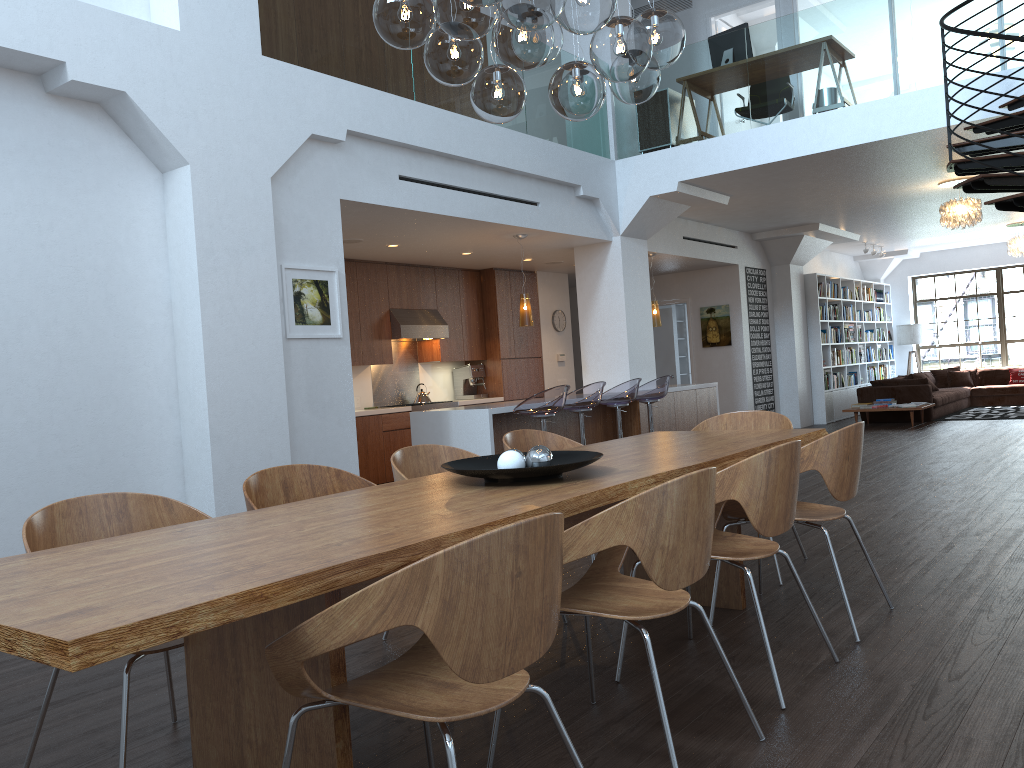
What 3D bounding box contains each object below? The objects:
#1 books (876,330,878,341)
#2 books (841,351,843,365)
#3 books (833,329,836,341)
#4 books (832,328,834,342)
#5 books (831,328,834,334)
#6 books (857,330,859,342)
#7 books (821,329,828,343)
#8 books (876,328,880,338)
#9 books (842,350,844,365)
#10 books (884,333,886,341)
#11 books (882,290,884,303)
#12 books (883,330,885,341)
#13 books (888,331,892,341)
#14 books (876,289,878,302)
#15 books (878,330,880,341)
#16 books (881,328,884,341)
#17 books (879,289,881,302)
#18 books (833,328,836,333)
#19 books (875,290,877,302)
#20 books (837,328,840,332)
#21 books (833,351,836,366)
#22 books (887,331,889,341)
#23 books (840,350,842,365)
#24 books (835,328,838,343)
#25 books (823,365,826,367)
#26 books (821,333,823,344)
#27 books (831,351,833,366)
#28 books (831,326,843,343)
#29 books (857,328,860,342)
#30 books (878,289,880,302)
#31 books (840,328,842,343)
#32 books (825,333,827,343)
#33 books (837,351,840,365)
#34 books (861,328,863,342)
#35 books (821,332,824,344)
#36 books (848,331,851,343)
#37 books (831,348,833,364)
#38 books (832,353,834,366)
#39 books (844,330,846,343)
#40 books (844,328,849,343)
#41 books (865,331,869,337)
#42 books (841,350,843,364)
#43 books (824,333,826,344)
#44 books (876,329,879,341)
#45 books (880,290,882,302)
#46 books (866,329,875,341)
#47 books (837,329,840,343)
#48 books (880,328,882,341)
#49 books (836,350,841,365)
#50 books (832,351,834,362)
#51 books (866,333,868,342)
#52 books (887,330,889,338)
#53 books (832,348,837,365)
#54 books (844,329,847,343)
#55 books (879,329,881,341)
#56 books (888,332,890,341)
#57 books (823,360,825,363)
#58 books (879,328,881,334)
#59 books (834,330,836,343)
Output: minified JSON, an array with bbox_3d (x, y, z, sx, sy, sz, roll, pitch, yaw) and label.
[{"bbox_3d":[6.879,-0.916,16.904,0.161,0.223,0.032,-4,1,37],"label":"books"},{"bbox_3d":[5.524,-0.440,15.096,0.174,0.240,0.045,-4,1,37],"label":"books"},{"bbox_3d":[5.337,-0.793,14.867,0.167,0.230,0.037,-4,1,37],"label":"books"},{"bbox_3d":[5.263,-0.795,14.763,0.170,0.245,0.057,-4,1,37],"label":"books"},{"bbox_3d":[5.287,-0.799,14.798,0.159,0.250,0.026,-4,1,37],"label":"books"},{"bbox_3d":[6.136,-0.855,15.917,0.161,0.223,0.030,-4,1,37],"label":"books"},{"bbox_3d":[5.078,-0.772,14.498,0.140,0.231,0.042,-4,1,37],"label":"books"},{"bbox_3d":[6.964,-0.938,17.033,0.183,0.253,0.042,-4,1,37],"label":"books"},{"bbox_3d":[5.571,-0.451,15.140,0.183,0.253,0.034,-4,1,37],"label":"books"},{"bbox_3d":[7.206,-0.934,17.335,0.161,0.207,0.135,-4,1,37],"label":"books"},{"bbox_3d":[7.173,-1.709,17.374,0.183,0.253,0.042,-4,1,37],"label":"books"},{"bbox_3d":[7.165,-0.946,17.294,0.174,0.236,0.142,-4,1,37],"label":"books"},{"bbox_3d":[7.456,-0.959,17.668,0.182,0.215,0.188,-4,1,37],"label":"books"},{"bbox_3d":[6.933,-1.689,17.063,0.183,0.253,0.042,-4,1,37],"label":"books"},{"bbox_3d":[6.954,-0.922,16.995,0.161,0.223,0.032,-4,1,37],"label":"books"},{"bbox_3d":[7.111,-0.951,17.221,0.183,0.253,0.042,-4,1,37],"label":"books"},{"bbox_3d":[7.042,-1.698,17.199,0.183,0.253,0.042,-4,1,37],"label":"books"},{"bbox_3d":[5.347,-0.805,14.904,0.182,0.253,0.034,-4,1,37],"label":"books"},{"bbox_3d":[6.879,-1.669,16.957,0.161,0.223,0.032,-4,1,37],"label":"books"},{"bbox_3d":[5.465,-0.815,15.033,0.182,0.253,0.034,-4,1,37],"label":"books"},{"bbox_3d":[5.290,-0.424,14.775,0.171,0.246,0.057,-4,1,37],"label":"books"},{"bbox_3d":[7.344,-0.954,17.516,0.161,0.222,0.084,-4,1,37],"label":"books"},{"bbox_3d":[5.489,-0.443,15.031,0.183,0.253,0.034,-4,1,37],"label":"books"},{"bbox_3d":[5.385,-0.808,14.918,0.182,0.253,0.034,-4,1,37],"label":"books"},{"bbox_3d":[4.971,-0.291,14.383,0.197,0.035,0.284,-4,1,27],"label":"books"},{"bbox_3d":[4.944,-0.734,14.308,0.128,0.178,0.022,-4,1,37],"label":"books"},{"bbox_3d":[5.178,-0.415,14.626,0.189,0.247,0.057,-4,1,37],"label":"books"},{"bbox_3d":[5.522,-0.838,15.110,0.176,0.294,0.102,-4,1,37],"label":"books"},{"bbox_3d":[6.160,-0.872,15.949,0.174,0.251,0.051,-4,1,37],"label":"books"},{"bbox_3d":[7.012,-1.696,17.167,0.183,0.253,0.042,-4,1,37],"label":"books"},{"bbox_3d":[5.494,-0.817,15.054,0.182,0.253,0.034,-4,1,37],"label":"books"},{"bbox_3d":[5.073,-0.738,14.461,0.107,0.167,0.017,-4,1,37],"label":"books"},{"bbox_3d":[5.418,-0.434,14.940,0.171,0.246,0.057,-4,1,37],"label":"books"},{"bbox_3d":[6.279,-0.880,16.122,0.160,0.251,0.036,-4,1,37],"label":"books"},{"bbox_3d":[4.965,-0.739,14.351,0.134,0.184,0.030,-4,1,37],"label":"books"},{"bbox_3d":[5.834,-0.822,15.511,0.161,0.207,0.135,-4,1,37],"label":"books"},{"bbox_3d":[5.221,-0.444,14.655,0.140,0.298,0.044,-4,1,37],"label":"books"},{"bbox_3d":[5.247,-0.400,14.696,0.144,0.207,0.048,-4,1,37],"label":"books"},{"bbox_3d":[5.666,-0.817,15.292,0.161,0.223,0.032,-4,1,37],"label":"books"},{"bbox_3d":[5.751,-0.839,15.421,0.183,0.253,0.042,-4,1,37],"label":"books"},{"bbox_3d":[6.543,-0.880,16.447,0.140,0.206,0.042,-4,1,37],"label":"books"},{"bbox_3d":[5.551,-0.447,15.119,0.160,0.250,0.026,-4,1,37],"label":"books"},{"bbox_3d":[5.037,-0.735,14.424,0.120,0.167,0.020,-4,1,37],"label":"books"},{"bbox_3d":[6.905,-0.927,16.938,0.174,0.240,0.054,-4,1,37],"label":"books"},{"bbox_3d":[7.095,-1.703,17.269,0.183,0.253,0.042,-4,1,37],"label":"books"},{"bbox_3d":[6.765,-0.911,16.740,0.140,0.231,0.042,-4,1,37],"label":"books"},{"bbox_3d":[5.447,-0.807,14.997,0.174,0.239,0.045,-4,1,37],"label":"books"},{"bbox_3d":[7.054,-0.949,17.156,0.180,0.259,0.042,-4,1,37],"label":"books"},{"bbox_3d":[5.466,-0.442,15.007,0.183,0.253,0.034,-4,1,37],"label":"books"},{"bbox_3d":[5.260,-0.418,14.740,0.159,0.241,0.038,-4,1,37],"label":"books"},{"bbox_3d":[6.504,-0.856,16.373,0.120,0.167,0.019,-4,1,37],"label":"books"},{"bbox_3d":[7.363,-0.954,17.544,0.161,0.218,0.101,-4,1,37],"label":"books"},{"bbox_3d":[5.336,-0.450,14.843,0.176,0.290,0.053,-4,1,37],"label":"books"},{"bbox_3d":[5.692,-0.827,15.325,0.174,0.240,0.054,-4,1,37],"label":"books"},{"bbox_3d":[7.011,-0.939,17.090,0.171,0.246,0.039,-4,1,37],"label":"books"},{"bbox_3d":[7.395,-0.951,17.601,0.167,0.210,0.162,-4,1,37],"label":"books"},{"bbox_3d":[4.962,-0.358,14.380,0.174,0.032,0.254,-4,1,32],"label":"books"},{"bbox_3d":[7.032,-0.943,17.123,0.160,0.251,0.039,-4,1,37],"label":"books"},{"bbox_3d":[5.324,-0.788,14.836,0.161,0.223,0.026,-4,1,37],"label":"books"}]
